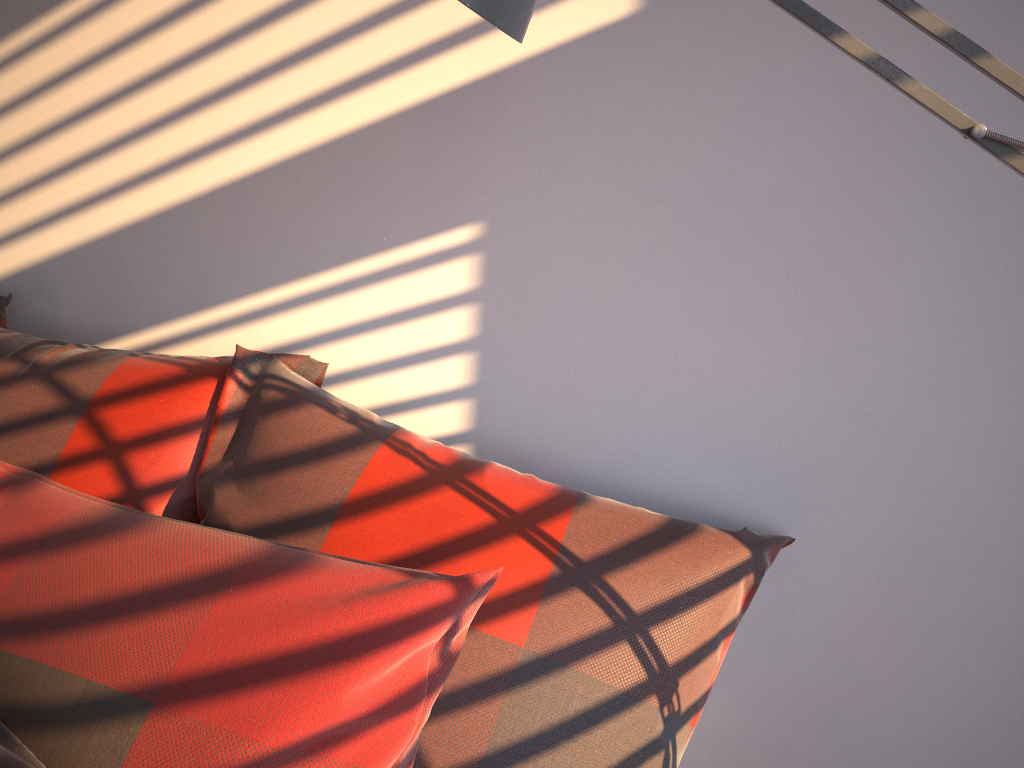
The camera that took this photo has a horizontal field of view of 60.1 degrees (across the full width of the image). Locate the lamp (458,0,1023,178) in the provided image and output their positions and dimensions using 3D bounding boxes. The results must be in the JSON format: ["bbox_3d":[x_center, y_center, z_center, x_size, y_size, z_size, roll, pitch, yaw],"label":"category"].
[{"bbox_3d":[0.208,0.117,0.714,0.787,1.145,0.275,8,18,14],"label":"lamp"}]

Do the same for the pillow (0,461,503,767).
[{"bbox_3d":[-0.908,0.297,1.116,1.807,0.560,0.521,10,18,23],"label":"pillow"}]

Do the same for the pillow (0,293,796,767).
[{"bbox_3d":[-0.851,0.344,1.066,2.135,0.745,1.131,10,17,20],"label":"pillow"}]
